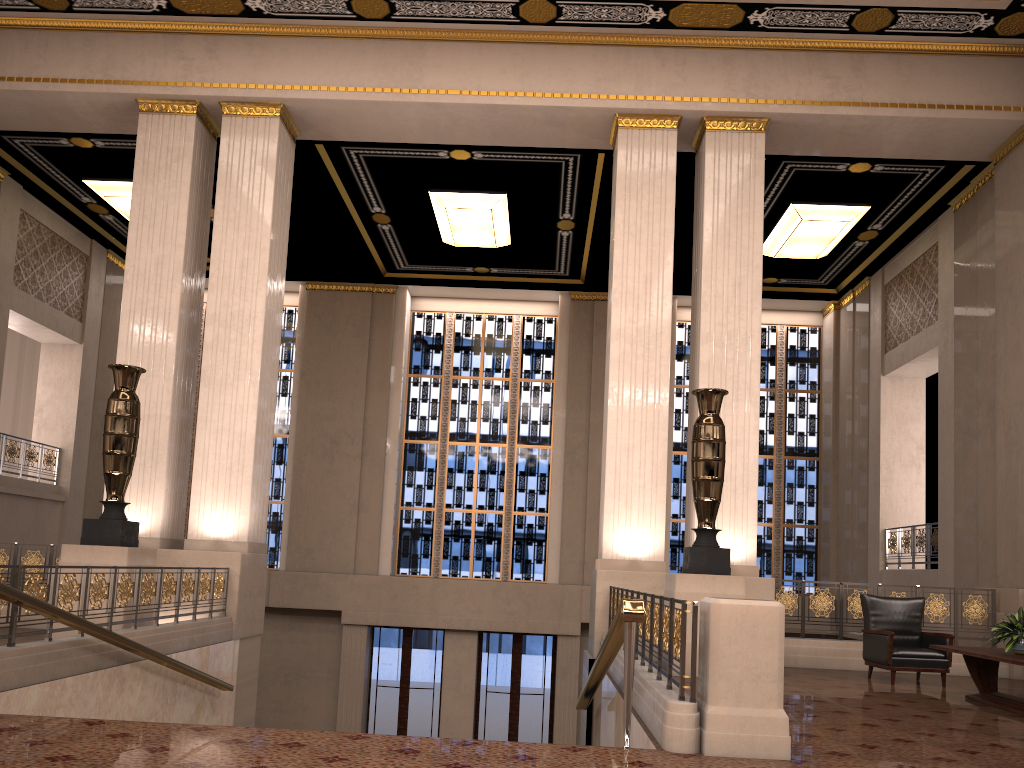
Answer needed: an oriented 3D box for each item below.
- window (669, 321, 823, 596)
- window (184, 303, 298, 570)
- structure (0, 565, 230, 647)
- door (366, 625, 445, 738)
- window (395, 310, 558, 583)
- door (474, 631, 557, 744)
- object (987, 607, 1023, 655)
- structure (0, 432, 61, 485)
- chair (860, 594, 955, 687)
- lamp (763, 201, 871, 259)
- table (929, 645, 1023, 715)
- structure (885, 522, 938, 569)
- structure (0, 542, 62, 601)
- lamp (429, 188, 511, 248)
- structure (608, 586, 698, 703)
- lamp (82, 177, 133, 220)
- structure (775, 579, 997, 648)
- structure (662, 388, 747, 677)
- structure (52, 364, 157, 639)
[{"bbox_3d":[4.585,1.424,17.410,2.987,5.298,0.070,3,-6,2],"label":"window"},{"bbox_3d":[-5.781,1.002,17.757,2.987,5.298,0.070,3,-6,2],"label":"window"},{"bbox_3d":[-3.229,1.778,7.298,0.079,0.529,5.019,2,-12,3],"label":"structure"},{"bbox_3d":[-2.035,5.936,16.679,1.491,2.693,0.157,3,-6,2],"label":"door"},{"bbox_3d":[-0.686,1.209,17.586,2.987,5.298,0.070,3,-6,2],"label":"window"},{"bbox_3d":[0.051,6.021,16.609,1.491,2.693,0.157,3,-6,2],"label":"door"},{"bbox_3d":[4.042,1.951,6.980,0.503,0.371,0.532,-4,-12,34],"label":"object"},{"bbox_3d":[-7.822,1.199,14.055,0.031,0.658,2.191,3,-11,2],"label":"structure"},{"bbox_3d":[3.861,2.506,8.658,0.648,0.834,0.728,3,-8,-3],"label":"chair"},{"bbox_3d":[4.710,-2.363,13.924,1.167,0.211,2.050,2,-12,2],"label":"lamp"},{"bbox_3d":[4.037,2.355,6.954,0.838,0.429,1.500,2,-11,2],"label":"table"},{"bbox_3d":[6.160,2.501,13.514,0.031,0.658,2.191,3,-11,2],"label":"structure"},{"bbox_3d":[-6.258,2.158,10.289,2.534,0.647,0.032,2,-6,2],"label":"structure"},{"bbox_3d":[-0.632,-2.580,14.103,1.167,0.211,2.050,2,-12,2],"label":"lamp"},{"bbox_3d":[0.997,1.950,7.157,0.079,0.529,5.018,3,-12,2],"label":"structure"},{"bbox_3d":[-5.884,-2.794,14.278,1.167,0.211,2.050,2,-12,2],"label":"lamp"},{"bbox_3d":[4.170,2.582,9.940,2.534,0.647,0.032,2,-6,2],"label":"structure"},{"bbox_3d":[1.912,1.444,8.703,0.700,2.757,0.708,3,-6,2],"label":"structure"},{"bbox_3d":[-4.008,1.203,8.901,0.700,2.757,0.708,3,-6,2],"label":"structure"}]
